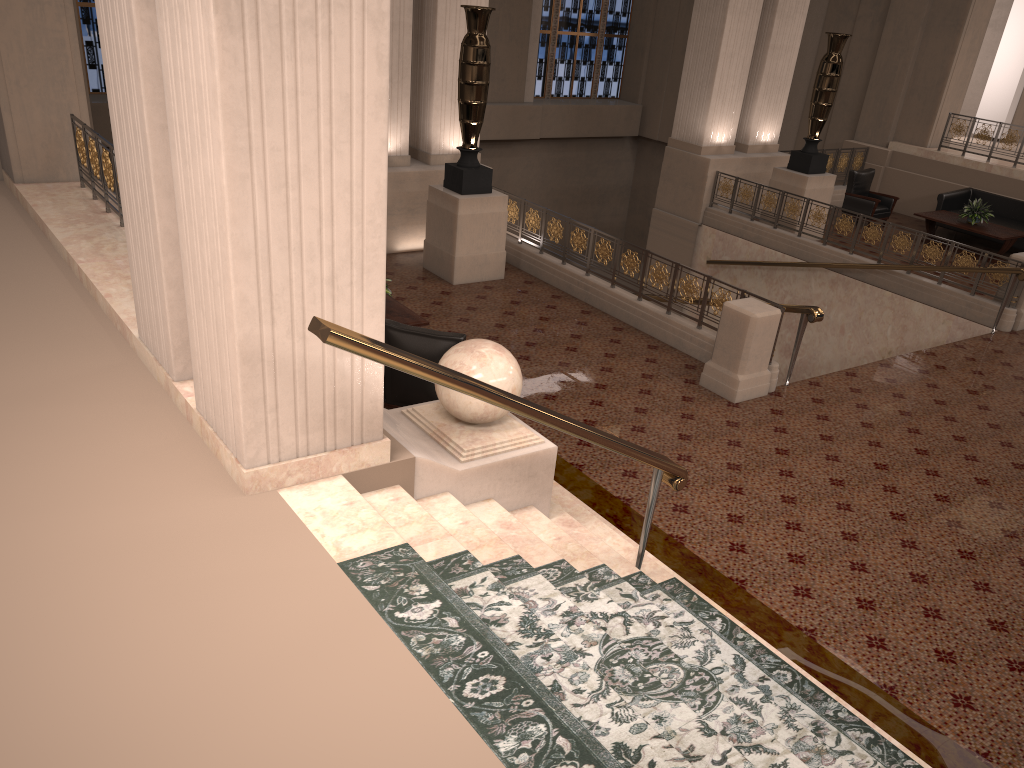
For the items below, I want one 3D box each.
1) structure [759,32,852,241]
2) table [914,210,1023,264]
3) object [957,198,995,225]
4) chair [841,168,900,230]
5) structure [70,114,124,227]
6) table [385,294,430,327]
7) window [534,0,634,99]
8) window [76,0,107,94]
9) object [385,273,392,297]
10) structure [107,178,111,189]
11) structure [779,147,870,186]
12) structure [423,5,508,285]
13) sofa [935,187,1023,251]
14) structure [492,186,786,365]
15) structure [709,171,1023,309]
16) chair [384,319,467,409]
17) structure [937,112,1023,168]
[{"bbox_3d":[4.400,-3.568,12.884,0.691,2.927,0.676,-14,34,-32],"label":"structure"},{"bbox_3d":[7.011,-2.259,13.581,0.828,0.458,1.424,-13,31,-34],"label":"table"},{"bbox_3d":[7.043,-2.625,13.359,0.502,0.395,0.500,4,27,-4],"label":"object"},{"bbox_3d":[5.880,-3.047,14.508,0.637,0.886,0.695,-17,35,-37],"label":"chair"},{"bbox_3d":[-2.848,-1.381,6.626,0.031,0.657,3.567,-15,32,-33],"label":"structure"},{"bbox_3d":[-1.495,-0.556,8.090,0.828,0.458,1.424,-13,31,-34],"label":"table"},{"bbox_3d":[1.586,-9.060,19.023,2.950,5.625,0.067,-13,34,-31],"label":"window"},{"bbox_3d":[-6.914,-7.358,13.535,2.950,5.625,0.067,-13,34,-31],"label":"window"},{"bbox_3d":[-1.311,-0.902,7.859,0.502,0.395,0.500,4,27,-4],"label":"object"},{"bbox_3d":[-3.161,-2.056,9.894,2.504,0.687,0.031,-11,33,-32],"label":"structure"},{"bbox_3d":[5.389,-3.769,15.414,2.504,0.687,0.031,-12,33,-32],"label":"structure"},{"bbox_3d":[-0.454,-2.596,9.750,0.691,2.927,0.676,-14,34,-32],"label":"structure"},{"bbox_3d":[7.773,-2.534,14.002,0.864,0.743,1.856,-14,32,-34],"label":"sofa"},{"bbox_3d":[1.025,-1.366,9.624,0.078,0.565,4.764,-15,32,-33],"label":"structure"},{"bbox_3d":[4.490,-2.060,11.861,0.078,0.565,4.769,-16,33,-34],"label":"structure"},{"bbox_3d":[-0.620,-0.119,6.863,0.645,0.886,0.686,12,28,11],"label":"chair"},{"bbox_3d":[8.496,-3.653,13.950,0.031,0.657,3.567,-15,32,-33],"label":"structure"}]
